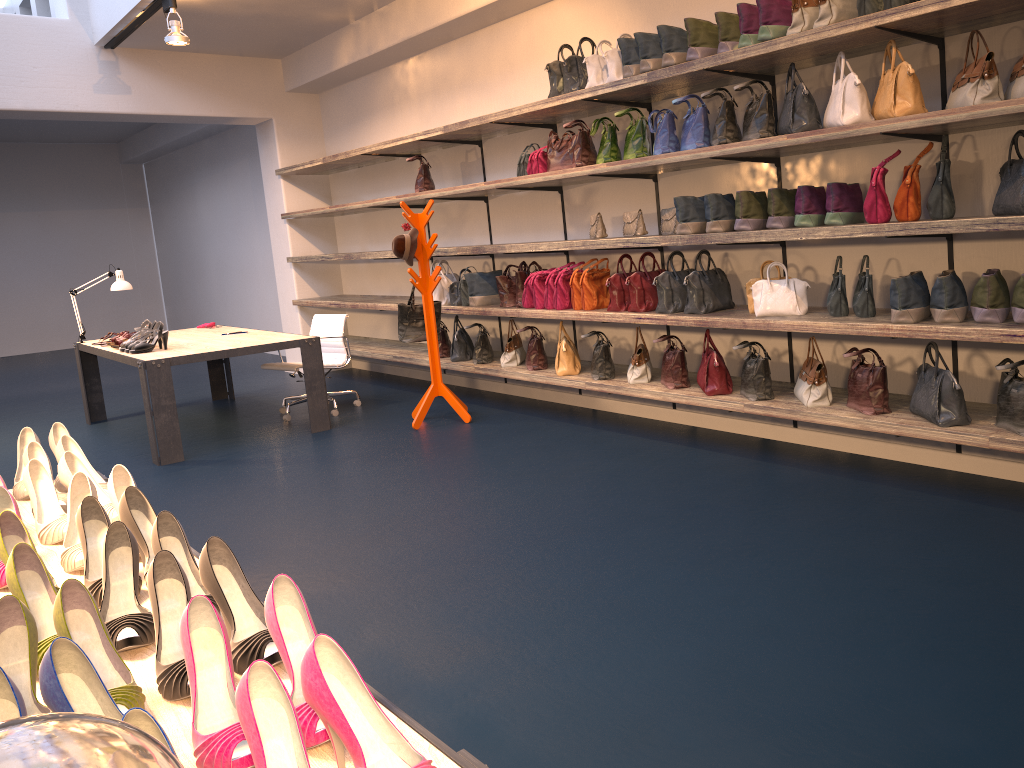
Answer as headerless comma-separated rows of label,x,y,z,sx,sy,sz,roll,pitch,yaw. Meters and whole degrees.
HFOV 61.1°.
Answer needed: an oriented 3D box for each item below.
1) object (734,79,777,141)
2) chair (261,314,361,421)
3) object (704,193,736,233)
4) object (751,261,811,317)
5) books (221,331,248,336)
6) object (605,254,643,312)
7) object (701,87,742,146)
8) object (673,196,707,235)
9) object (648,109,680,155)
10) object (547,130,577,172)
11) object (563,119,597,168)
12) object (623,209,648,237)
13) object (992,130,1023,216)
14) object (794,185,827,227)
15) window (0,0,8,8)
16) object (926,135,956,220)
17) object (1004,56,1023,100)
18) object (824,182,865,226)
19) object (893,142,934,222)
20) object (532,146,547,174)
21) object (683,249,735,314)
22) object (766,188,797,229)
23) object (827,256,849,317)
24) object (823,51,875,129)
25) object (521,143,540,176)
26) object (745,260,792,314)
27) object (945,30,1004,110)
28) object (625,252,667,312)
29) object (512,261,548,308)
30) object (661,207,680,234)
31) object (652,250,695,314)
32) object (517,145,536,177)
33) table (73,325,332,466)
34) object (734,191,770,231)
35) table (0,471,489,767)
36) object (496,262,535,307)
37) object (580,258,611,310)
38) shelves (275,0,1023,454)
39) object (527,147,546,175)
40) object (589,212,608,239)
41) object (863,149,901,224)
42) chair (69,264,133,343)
object,1.338,-1.498,4.795,0.215,0.336,0.381,-4,8,6
chair,-1.763,-0.158,7.548,0.646,0.831,0.723,0,9,32
object,1.245,-1.015,5.155,0.167,0.230,0.447,-1,10,28
object,1.512,-0.537,4.888,0.324,0.307,0.163,-2,8,18
books,-2.388,-0.436,7.470,0.215,0.018,0.131,-7,10,-17
object,0.787,-0.689,5.879,0.177,0.383,0.464,2,11,45
object,1.202,-1.521,4.980,0.206,0.336,0.397,-2,9,21
object,1.106,-1.018,5.235,0.164,0.230,0.452,1,10,36
object,0.951,-1.554,5.370,0.193,0.303,0.367,-6,9,-5
object,0.371,-1.643,6.129,0.344,0.303,0.205,3,11,40
object,0.474,-1.640,5.969,0.207,0.336,0.395,-2,9,19
object,0.807,-1.065,5.740,0.110,0.174,0.255,-7,9,-16
object,2.324,-0.954,3.915,0.195,0.383,0.422,-5,8,0
object,1.689,-1.000,4.904,0.166,0.234,0.449,0,10,31
window,-3.578,-4.331,3.523,4.720,0.832,17.267,-11,12,-36
object,2.097,-1.011,4.258,0.128,0.408,0.313,-2,8,25
object,2.253,-1.395,3.738,0.177,0.364,0.389,-4,8,7
object,1.820,-0.986,4.766,0.164,0.234,0.452,1,10,36
object,1.979,-1.004,4.335,0.239,0.382,0.241,-7,8,-15
object,0.245,-1.635,6.346,0.228,0.242,0.238,-6,8,-12
object,1.202,-0.638,5.359,0.464,0.383,0.177,-13,11,-43
object,1.579,-1.014,5.031,0.165,0.234,0.452,1,10,35
object,1.751,-0.528,4.692,0.106,0.327,0.242,-4,8,12
object,1.685,-1.478,4.363,0.193,0.383,0.427,-5,8,3
object,0.162,-1.698,6.646,0.125,0.274,0.319,0,10,37
object,1.528,-0.570,5.075,0.324,0.307,0.163,-2,8,18
object,2.097,-1.419,3.943,0.177,0.364,0.389,-4,8,7
object,0.910,-0.679,5.720,0.463,0.383,0.177,-11,10,-39
object,0.146,-0.772,6.665,0.373,0.354,0.149,-11,9,-38
object,1.029,-1.052,5.573,0.109,0.174,0.257,-7,9,-14
object,1.059,-0.653,5.509,0.463,0.383,0.177,-11,9,-37
object,0.132,-1.718,6.777,0.125,0.274,0.319,0,10,37
table,-2.680,-0.008,7.328,1.345,0.736,2.337,-11,12,-37
object,1.397,-1.008,5.068,0.166,0.234,0.449,0,10,31
table,-1.161,0.868,1.606,1.345,0.736,2.337,-11,12,-37
object,0.054,-0.785,6.817,0.407,0.337,0.201,-10,9,-31
object,0.595,-0.698,6.074,0.211,0.359,0.257,-3,8,15
shelves,-0.940,0.101,1.105,9.411,2.213,15.498,-11,12,-37
object,0.207,-1.660,6.507,0.226,0.242,0.240,-6,8,-9
object,0.581,-1.079,5.912,0.106,0.174,0.264,-5,9,-4
object,1.842,-0.989,4.373,0.228,0.359,0.238,-6,8,-11
chair,-3.595,-0.667,7.604,0.561,0.741,0.165,-5,7,-3
